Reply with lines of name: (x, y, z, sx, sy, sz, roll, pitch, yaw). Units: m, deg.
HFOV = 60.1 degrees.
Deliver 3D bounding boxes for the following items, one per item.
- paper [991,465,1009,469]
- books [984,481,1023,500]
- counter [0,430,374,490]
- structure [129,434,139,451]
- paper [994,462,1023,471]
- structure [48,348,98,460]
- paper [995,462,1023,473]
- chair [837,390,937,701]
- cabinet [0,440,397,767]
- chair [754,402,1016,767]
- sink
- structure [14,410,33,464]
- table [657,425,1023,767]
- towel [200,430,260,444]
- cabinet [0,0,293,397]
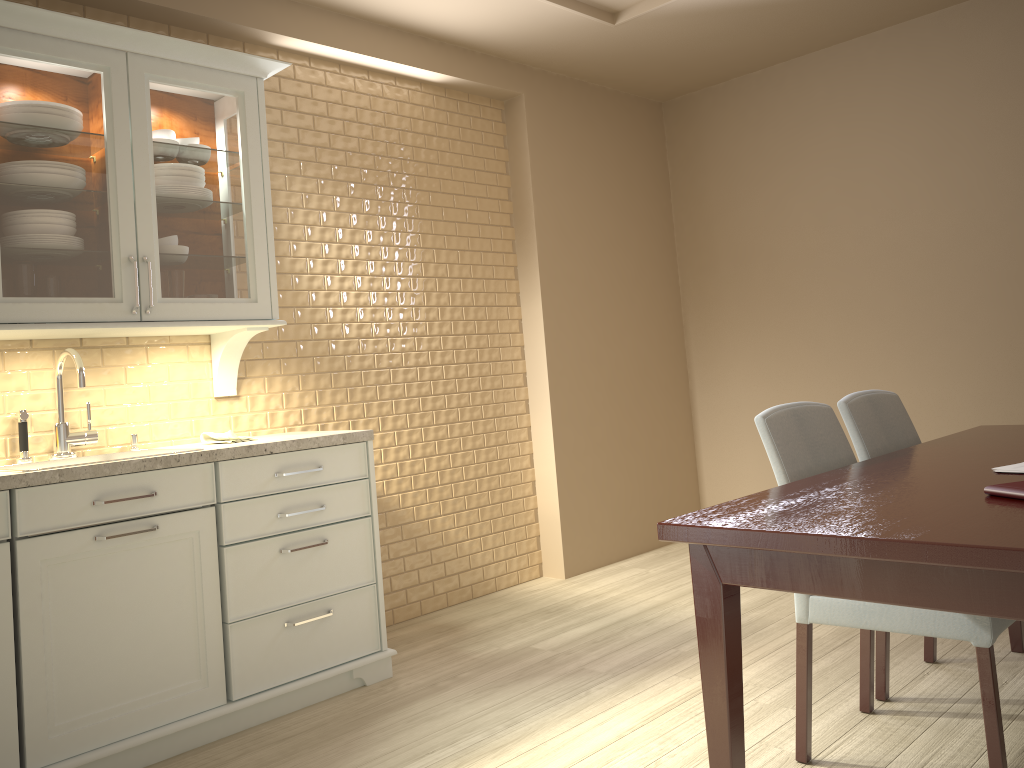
paper: (1.162, 0.165, 1.771, 0.210, 0.001, 0.289, -5, 1, -25)
books: (0.956, 0.180, 1.490, 0.194, 0.017, 0.214, -5, 1, -15)
counter: (-1.422, 0.256, 2.381, 0.520, 0.035, 2.202, -4, 1, 45)
structure: (-1.230, 0.191, 2.877, 0.029, 0.056, 0.029, -5, -3, 10)
paper: (1.162, 0.165, 1.771, 0.210, 0.001, 0.289, -5, 1, -30)
structure: (-1.326, 0.060, 2.681, 0.142, 0.338, 0.210, -3, -3, -35)
paper: (1.162, 0.166, 1.771, 0.210, 0.001, 0.289, -5, 1, -40)
chair: (1.242, 0.421, 2.417, 0.503, 0.831, 0.400, -7, -4, 45)
cabinet: (-1.411, 0.660, 2.391, 0.635, 0.797, 2.223, -7, -1, 45)
chair: (0.921, 0.451, 2.093, 0.503, 0.831, 0.400, -7, -4, 45)
sink: (-1.187, 0.422, 2.532, 0.378, 0.417, 0.485, -6, -2, 45)
structure: (-1.460, 0.159, 2.639, 0.043, 0.163, 0.056, -1, -5, -45)
table: (1.166, 0.509, 1.907, 0.748, 0.683, 1.762, -6, -1, 45)
towel: (-0.924, 0.174, 2.934, 0.170, 0.051, 0.164, -5, 0, 31)
cabinet: (-1.528, -0.467, 2.449, 1.931, 1.117, 0.409, -4, -3, -45)
